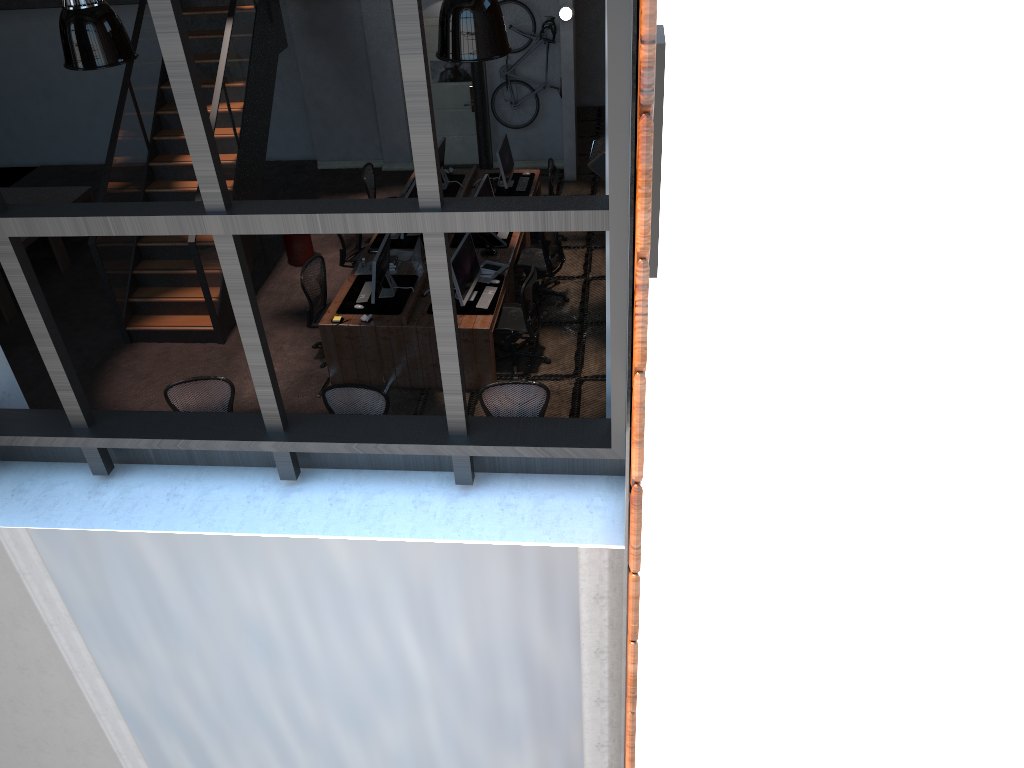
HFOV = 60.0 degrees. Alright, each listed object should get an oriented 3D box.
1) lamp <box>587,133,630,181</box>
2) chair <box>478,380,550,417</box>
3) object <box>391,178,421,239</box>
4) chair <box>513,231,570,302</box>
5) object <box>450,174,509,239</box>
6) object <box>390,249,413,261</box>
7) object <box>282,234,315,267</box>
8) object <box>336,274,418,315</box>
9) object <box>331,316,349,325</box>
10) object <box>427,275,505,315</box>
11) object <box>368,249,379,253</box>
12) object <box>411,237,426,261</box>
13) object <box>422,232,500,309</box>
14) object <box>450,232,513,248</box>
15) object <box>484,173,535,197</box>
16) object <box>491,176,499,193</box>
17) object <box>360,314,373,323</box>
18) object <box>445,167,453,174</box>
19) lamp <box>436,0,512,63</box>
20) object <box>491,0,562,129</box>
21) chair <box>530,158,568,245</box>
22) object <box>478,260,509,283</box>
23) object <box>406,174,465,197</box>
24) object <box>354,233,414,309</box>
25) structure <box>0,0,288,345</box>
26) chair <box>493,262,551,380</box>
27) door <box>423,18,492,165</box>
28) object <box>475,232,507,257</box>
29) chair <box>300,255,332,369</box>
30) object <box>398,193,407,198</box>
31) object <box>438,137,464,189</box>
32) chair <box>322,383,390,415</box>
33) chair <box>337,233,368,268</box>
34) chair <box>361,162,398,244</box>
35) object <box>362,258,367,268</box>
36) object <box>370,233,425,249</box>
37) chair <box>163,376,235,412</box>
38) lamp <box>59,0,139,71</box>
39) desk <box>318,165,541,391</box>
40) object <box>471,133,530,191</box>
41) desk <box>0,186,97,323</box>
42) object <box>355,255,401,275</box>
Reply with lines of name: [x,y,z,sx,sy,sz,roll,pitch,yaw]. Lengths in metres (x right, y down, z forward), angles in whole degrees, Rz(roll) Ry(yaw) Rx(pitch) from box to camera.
lamp: [0.654,-1.531,5.964,0.283,0.287,0.328,1,35,7]
chair: [0.070,0.556,7.355,0.770,1.085,0.792,-11,35,-10]
object: [-1.263,-1.998,10.339,0.735,0.576,0.654,-25,40,-27]
chair: [0.263,-1.461,10.245,0.792,1.085,0.770,0,35,6]
object: [-0.256,-2.027,10.272,0.772,0.578,0.642,-26,40,-28]
object: [-1.273,-1.462,10.048,0.315,0.002,0.246,10,37,20]
object: [-2.805,-1.923,11.559,0.414,0.707,0.414,-26,40,-29]
object: [-1.404,-0.945,9.311,0.687,0.008,0.848,2,35,8]
object: [-1.746,-0.648,8.902,0.158,0.026,0.154,-26,40,-28]
object: [-0.468,-0.934,9.194,0.687,0.008,0.848,2,35,8]
object: [-1.540,-1.523,10.142,0.215,0.031,0.089,1,35,7]
object: [-1.058,-1.534,9.848,0.165,0.320,0.178,6,36,15]
object: [-0.456,-1.115,8.978,0.811,0.578,0.663,-19,37,-21]
object: [-0.324,-1.786,10.407,0.687,0.008,0.848,2,35,8]
object: [-0.081,-2.579,11.526,0.687,0.008,0.848,2,35,8]
object: [-0.269,-2.402,10.991,0.229,0.351,0.135,0,35,6]
object: [-1.455,-0.662,8.860,0.106,0.063,0.082,11,38,21]
object: [-0.855,-2.890,12.010,0.106,0.063,0.082,-16,36,-17]
lamp: [-0.296,-2.908,4.503,0.445,2.372,0.445,-1,35,5]
object: [0.214,-4.608,12.888,1.022,1.846,0.655,-13,36,-13]
chair: [0.305,-2.321,11.483,0.792,1.085,0.770,-11,35,-10]
object: [-0.269,-1.216,9.555,0.304,0.017,0.467,15,39,26]
object: [-1.017,-2.590,11.644,0.687,0.008,0.848,2,35,8]
object: [-1.307,-1.167,9.140,0.610,0.573,0.714,0,35,6]
structure: [-3.496,-3.459,11.568,10.620,4.603,5.793,1,35,7]
chair: [-0.015,-0.674,9.139,0.792,1.085,0.770,-6,35,-2]
door: [-0.885,-4.439,13.628,1.013,2.268,0.064,1,35,7]
object: [-0.267,-1.627,9.836,0.304,0.380,0.417,-15,36,-15]
chair: [-1.870,-0.825,9.560,0.792,1.085,0.770,-6,35,-2]
object: [-1.336,-2.359,11.293,0.363,0.065,0.325,17,40,27]
object: [-0.992,-2.819,11.499,0.586,0.581,0.692,-25,39,-27]
chair: [-1.285,0.589,7.454,0.770,1.085,0.792,-6,35,-2]
chair: [-1.716,-1.602,10.665,0.792,1.085,0.770,0,35,6]
chair: [-1.635,-2.382,11.781,0.792,1.085,0.770,-11,35,-10]
object: [-1.651,-1.355,9.881,0.054,0.064,0.159,-6,35,-3]
object: [-1.250,-1.796,10.524,0.687,0.008,0.848,2,35,8]
chair: [-2.599,0.521,7.695,0.770,1.085,0.792,-17,37,-18]
lamp: [-2.650,-3.004,4.897,0.445,2.372,0.445,-25,40,-27]
desk: [-0.763,-1.471,10.587,1.748,0.840,4.117,2,35,9]
object: [-0.047,-2.814,11.385,0.799,0.576,0.648,-26,40,-28]
desk: [-6.890,-1.444,11.293,1.650,0.750,3.630,1,35,7]
object: [-1.485,-1.328,9.792,0.478,0.098,0.319,0,35,6]
